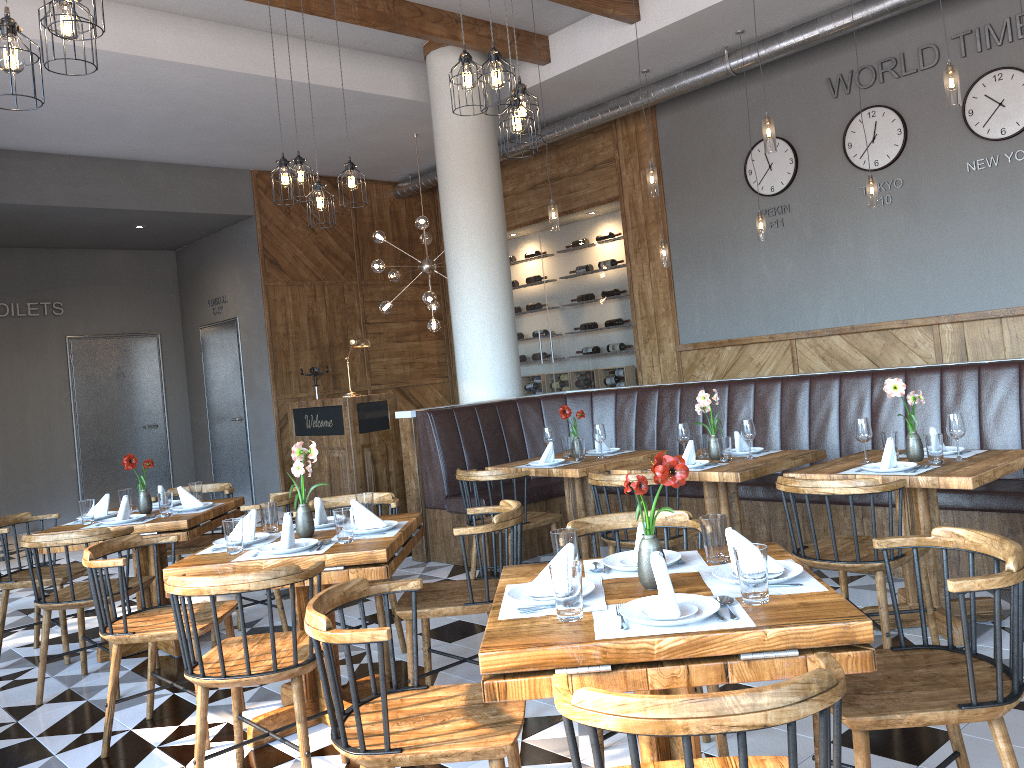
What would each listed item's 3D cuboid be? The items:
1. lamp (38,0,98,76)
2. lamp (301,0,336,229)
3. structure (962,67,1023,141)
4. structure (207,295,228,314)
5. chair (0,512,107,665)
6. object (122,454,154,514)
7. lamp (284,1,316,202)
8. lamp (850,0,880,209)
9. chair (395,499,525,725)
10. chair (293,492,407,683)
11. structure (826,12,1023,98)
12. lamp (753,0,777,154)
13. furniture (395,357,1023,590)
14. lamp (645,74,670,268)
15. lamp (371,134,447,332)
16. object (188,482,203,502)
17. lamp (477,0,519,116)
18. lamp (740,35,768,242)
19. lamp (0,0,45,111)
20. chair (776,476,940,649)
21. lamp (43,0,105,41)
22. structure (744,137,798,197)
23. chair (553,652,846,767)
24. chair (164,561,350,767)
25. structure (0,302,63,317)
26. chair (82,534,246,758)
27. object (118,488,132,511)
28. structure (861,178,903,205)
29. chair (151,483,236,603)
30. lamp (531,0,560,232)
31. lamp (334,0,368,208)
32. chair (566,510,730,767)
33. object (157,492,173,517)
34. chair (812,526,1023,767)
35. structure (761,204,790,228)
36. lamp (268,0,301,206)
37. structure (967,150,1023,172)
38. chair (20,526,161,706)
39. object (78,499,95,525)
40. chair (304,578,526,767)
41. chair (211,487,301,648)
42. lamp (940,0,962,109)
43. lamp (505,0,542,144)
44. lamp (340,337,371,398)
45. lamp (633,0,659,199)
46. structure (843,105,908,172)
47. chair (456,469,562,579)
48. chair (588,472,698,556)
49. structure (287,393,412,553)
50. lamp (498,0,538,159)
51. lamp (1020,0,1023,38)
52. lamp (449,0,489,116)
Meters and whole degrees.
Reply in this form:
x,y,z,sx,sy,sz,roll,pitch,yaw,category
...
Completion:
x,y,z,sx,sy,sz,roll,pitch,yaw,category
-1.718,-2.188,3.273,0.174,2.073,0.175,-7,-2,32,lamp
-1.367,-2.083,5.943,0.175,2.073,0.175,-6,-2,2,lamp
3.822,-2.188,6.928,0.046,0.561,0.559,-4,-1,-42,structure
-3.795,-1.015,11.436,0.025,0.197,0.564,-4,-1,-42,structure
-2.721,1.167,5.137,0.549,0.818,0.519,-6,-1,3,chair
-2.167,0.576,5.130,0.171,0.355,0.156,-6,-1,5,object
-1.542,-2.300,6.123,0.175,2.073,0.175,-6,-2,2,lamp
2.684,-2.334,6.836,0.078,1.966,0.078,-6,-2,-7,lamp
-0.185,0.933,3.665,0.549,0.818,0.519,-6,-1,3,chair
-0.790,0.984,4.342,0.519,0.818,0.549,-6,-1,3,chair
3.753,-2.731,6.970,0.033,0.199,2.722,-4,0,-42,structure
1.597,-2.494,5.827,0.078,1.966,0.078,-6,-2,-7,lamp
2.047,0.523,5.038,1.921,1.151,6.571,-6,1,-42,furniture
1.345,-2.076,8.347,0.078,1.966,0.078,-5,-2,-10,lamp
-0.955,-1.656,9.710,1.185,2.195,1.161,-6,-1,9,lamp
-1.899,0.659,5.328,0.080,0.132,0.080,-5,-1,-17,object
-0.163,-2.358,4.327,0.175,2.073,0.175,-6,-2,20,lamp
2.036,-2.194,7.568,0.078,1.966,0.078,-7,-2,34,lamp
-1.820,-2.000,3.090,0.174,2.073,0.175,-7,-2,43,lamp
1.444,0.769,3.712,0.550,0.818,0.518,-5,-1,-42,chair
-1.613,-2.253,3.099,0.174,2.073,0.175,-7,-2,43,lamp
2.465,-2.072,8.446,0.046,0.561,0.559,-4,-1,-42,structure
0.374,0.903,1.674,0.519,0.818,0.549,-6,-1,3,chair
-0.861,1.008,3.055,0.519,0.818,0.549,-6,-1,3,chair
-6.092,-0.929,11.042,0.917,0.166,0.035,-6,-1,-42,structure
-1.466,1.060,3.733,0.549,0.818,0.519,-6,-1,3,chair
-2.328,0.701,5.338,0.080,0.132,0.080,-5,-1,-17,object
3.210,-1.647,7.672,0.021,0.200,0.368,-4,-1,-42,structure
-2.066,1.093,5.757,0.519,0.818,0.549,-6,-1,3,chair
0.258,-2.236,7.338,0.078,1.966,0.078,-5,-2,-10,lamp
-1.171,-2.236,6.017,0.175,2.073,0.174,-5,-2,-32,lamp
0.445,0.879,2.961,0.519,0.818,0.549,-6,-1,3,chair
-1.910,0.666,4.888,0.080,0.132,0.080,-5,-1,-27,object
1.050,0.827,2.284,0.549,0.818,0.519,-6,-1,3,chair
2.516,-1.587,8.449,0.021,0.197,0.305,-4,-1,-42,structure
-1.597,-2.235,5.921,0.175,2.073,0.175,-5,-2,-9,lamp
3.869,-1.763,6.930,0.021,0.080,0.581,-4,0,-42,structure
-2.116,1.115,4.460,0.519,0.818,0.549,-6,-1,3,chair
-2.350,0.709,4.904,0.080,0.132,0.080,-6,-1,23,object
-0.231,0.955,2.351,0.549,0.818,0.519,-6,-1,3,chair
-1.440,1.040,5.070,0.549,0.818,0.519,-6,-1,3,chair
2.369,-2.525,4.967,0.078,1.966,0.078,-5,-2,-23,lamp
-0.032,-2.333,4.742,0.175,2.073,0.175,-6,-2,-2,lamp
-1.269,-0.006,7.243,0.170,0.757,0.445,-6,-1,23,lamp
0.950,-2.353,6.559,0.078,1.966,0.078,-7,-2,34,lamp
3.144,-2.130,7.687,0.046,0.561,0.559,-4,-1,-42,structure
-0.019,0.894,5.349,0.550,0.818,0.518,-5,-1,-42,chair
0.712,0.831,4.531,0.550,0.818,0.518,-5,-1,-42,chair
-1.331,0.754,7.464,0.646,1.301,1.043,-5,-1,-42,structure
-0.062,-2.195,4.521,0.174,2.073,0.175,-7,-2,31,lamp
3.455,-2.366,5.976,0.078,1.966,0.078,-5,-2,-34,lamp
-0.311,-2.402,4.480,0.174,2.073,0.175,-7,-2,31,lamp
